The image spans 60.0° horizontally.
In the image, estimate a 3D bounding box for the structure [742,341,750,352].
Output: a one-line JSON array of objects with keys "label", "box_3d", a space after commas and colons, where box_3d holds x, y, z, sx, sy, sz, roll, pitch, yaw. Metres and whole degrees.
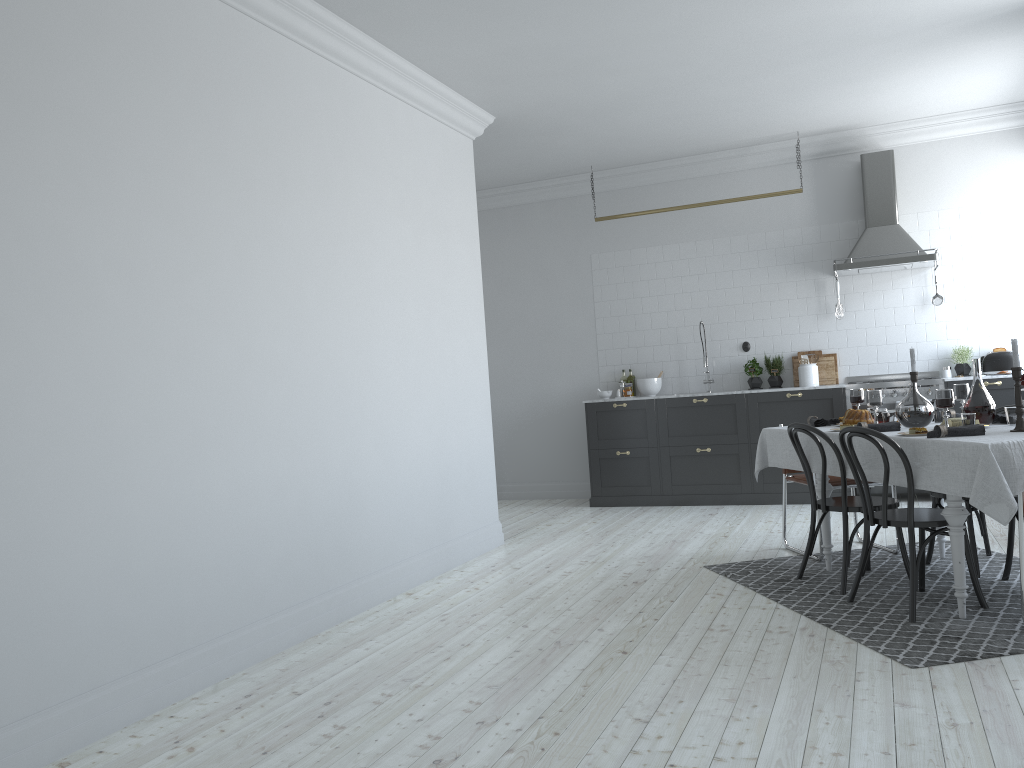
[{"label": "structure", "box_3d": [2.272, -0.362, 8.608, 0.079, 0.103, 0.032, -4, 0, 22]}]

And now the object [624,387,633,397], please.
[{"label": "object", "box_3d": [1.164, 0.083, 8.862, 0.078, 0.101, 0.078, -4, 0, -39]}]

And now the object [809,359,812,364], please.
[{"label": "object", "box_3d": [2.790, -0.108, 8.259, 0.050, 0.247, 0.114, -4, 0, -13]}]

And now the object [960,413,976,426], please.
[{"label": "object", "box_3d": [2.173, 0.187, 4.219, 0.066, 0.094, 0.066, -4, 0, 11]}]

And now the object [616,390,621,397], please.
[{"label": "object", "box_3d": [1.069, 0.098, 8.891, 0.046, 0.084, 0.046, -4, 0, 9]}]

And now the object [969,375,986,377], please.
[{"label": "object", "box_3d": [3.908, -0.065, 7.441, 0.126, 0.008, 0.126, -4, 0, -41]}]

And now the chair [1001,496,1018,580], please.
[{"label": "chair", "box_3d": [2.821, 0.579, 4.500, 0.564, 0.909, 0.463, -4, 0, 1]}]

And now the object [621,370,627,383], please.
[{"label": "object", "box_3d": [1.147, -0.006, 9.038, 0.066, 0.282, 0.066, -4, 0, 17]}]

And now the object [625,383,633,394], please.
[{"label": "object", "box_3d": [1.182, 0.062, 8.966, 0.077, 0.141, 0.044, -4, 0, 22]}]

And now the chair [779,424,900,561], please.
[{"label": "chair", "box_3d": [2.101, 0.671, 5.765, 0.546, 0.837, 0.593, -4, 0, -6]}]

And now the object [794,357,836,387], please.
[{"label": "object", "box_3d": [2.837, -0.113, 8.318, 0.360, 0.261, 0.053, -4, 0, 22]}]

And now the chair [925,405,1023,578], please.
[{"label": "chair", "box_3d": [2.688, 0.591, 5.063, 0.564, 0.909, 0.463, -4, 0, -14]}]

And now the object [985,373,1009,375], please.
[{"label": "object", "box_3d": [4.065, -0.084, 7.419, 0.018, 0.008, 0.209, -4, 0, -33]}]

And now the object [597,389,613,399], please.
[{"label": "object", "box_3d": [0.944, 0.096, 8.973, 0.159, 0.110, 0.172, -4, 0, 17]}]

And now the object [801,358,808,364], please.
[{"label": "object", "box_3d": [2.703, -0.109, 8.219, 0.054, 0.262, 0.149, -4, 0, -3]}]

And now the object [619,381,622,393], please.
[{"label": "object", "box_3d": [1.114, 0.051, 8.982, 0.059, 0.172, 0.059, -4, 0, -36]}]

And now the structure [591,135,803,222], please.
[{"label": "structure", "box_3d": [1.705, -1.948, 8.414, 1.988, 0.556, 0.053, -4, 0, 22]}]

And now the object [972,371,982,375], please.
[{"label": "object", "box_3d": [3.905, -0.085, 7.442, 0.072, 0.040, 0.070, -4, 0, 15]}]

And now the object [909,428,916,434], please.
[{"label": "object", "box_3d": [1.964, 0.230, 4.321, 0.057, 0.037, 0.021, -4, 0, 3]}]

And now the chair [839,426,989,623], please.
[{"label": "chair", "box_3d": [1.931, 0.640, 4.352, 0.564, 0.909, 0.463, -4, 0, -19]}]

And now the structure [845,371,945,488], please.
[{"label": "structure", "box_3d": [3.399, 0.460, 7.828, 0.779, 1.096, 0.651, -4, 0, 22]}]

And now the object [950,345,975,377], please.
[{"label": "object", "box_3d": [3.956, -0.205, 7.790, 0.210, 0.283, 0.220, -4, 0, 35]}]

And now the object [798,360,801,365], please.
[{"label": "object", "box_3d": [2.719, -0.105, 8.238, 0.061, 0.251, 0.117, -4, 0, -38]}]

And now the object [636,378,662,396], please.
[{"label": "object", "box_3d": [1.370, 0.033, 8.837, 0.247, 0.175, 0.247, -4, 0, 36]}]

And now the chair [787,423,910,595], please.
[{"label": "chair", "box_3d": [1.850, 0.648, 4.917, 0.564, 0.909, 0.463, -4, 0, -14]}]

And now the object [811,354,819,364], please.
[{"label": "object", "box_3d": [2.795, -0.131, 8.253, 0.131, 0.296, 0.056, -4, 0, 2]}]

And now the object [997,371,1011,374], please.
[{"label": "object", "box_3d": [4.116, -0.093, 7.436, 0.074, 0.031, 0.119, -4, 0, -35]}]

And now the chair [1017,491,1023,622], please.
[{"label": "chair", "box_3d": [2.542, 0.631, 3.687, 0.546, 0.837, 0.593, -4, 0, -23]}]

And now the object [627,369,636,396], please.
[{"label": "object", "box_3d": [1.221, -0.011, 9.002, 0.089, 0.282, 0.082, -4, 0, 22]}]

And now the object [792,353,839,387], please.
[{"label": "object", "box_3d": [2.861, -0.129, 8.369, 0.400, 0.290, 0.030, -4, 0, 22]}]

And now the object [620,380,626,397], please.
[{"label": "object", "box_3d": [1.118, 0.050, 8.917, 0.059, 0.172, 0.059, -4, 0, -36]}]

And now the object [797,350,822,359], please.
[{"label": "object", "box_3d": [2.814, -0.146, 8.354, 0.220, 0.330, 0.041, -4, 0, 22]}]

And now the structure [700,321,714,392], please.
[{"label": "structure", "box_3d": [1.860, -0.261, 8.543, 0.100, 0.692, 0.266, -4, 0, 22]}]

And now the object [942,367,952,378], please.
[{"label": "object", "box_3d": [3.851, -0.103, 7.852, 0.072, 0.095, 0.072, -4, 0, -22]}]

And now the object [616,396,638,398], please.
[{"label": "object", "box_3d": [1.156, 0.132, 8.941, 0.180, 0.008, 0.272, -4, 0, 22]}]

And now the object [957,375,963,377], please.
[{"label": "object", "box_3d": [3.886, -0.068, 7.741, 0.091, 0.018, 0.062, -4, 0, 20]}]

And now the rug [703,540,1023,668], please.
[{"label": "rug", "box_3d": [2.216, 1.064, 4.679, 1.701, 0.021, 2.166, -4, 0, -10]}]

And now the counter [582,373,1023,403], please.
[{"label": "counter", "box_3d": [2.602, 0.042, 8.161, 3.902, 0.020, 0.624, -4, 0, 22]}]

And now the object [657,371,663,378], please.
[{"label": "object", "box_3d": [1.434, -0.010, 8.841, 0.209, 0.232, 0.042, -4, 0, -27]}]

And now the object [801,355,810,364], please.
[{"label": "object", "box_3d": [2.751, -0.127, 8.241, 0.064, 0.290, 0.141, -4, 0, -4]}]

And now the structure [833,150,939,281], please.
[{"label": "structure", "box_3d": [3.278, -1.517, 7.874, 0.843, 1.079, 0.567, -4, 0, 22]}]

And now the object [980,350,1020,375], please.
[{"label": "object", "box_3d": [4.221, -0.186, 7.684, 0.326, 0.207, 0.219, -4, 0, 27]}]

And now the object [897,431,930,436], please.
[{"label": "object", "box_3d": [1.975, 0.242, 4.312, 0.182, 0.013, 0.182, -4, 0, 37]}]

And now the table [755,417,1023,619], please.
[{"label": "table", "box_3d": [2.305, 0.645, 4.727, 1.210, 0.842, 2.179, -4, 0, -11]}]

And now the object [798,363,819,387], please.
[{"label": "object", "box_3d": [2.752, -0.081, 8.231, 0.174, 0.208, 0.174, -4, 0, 18]}]
